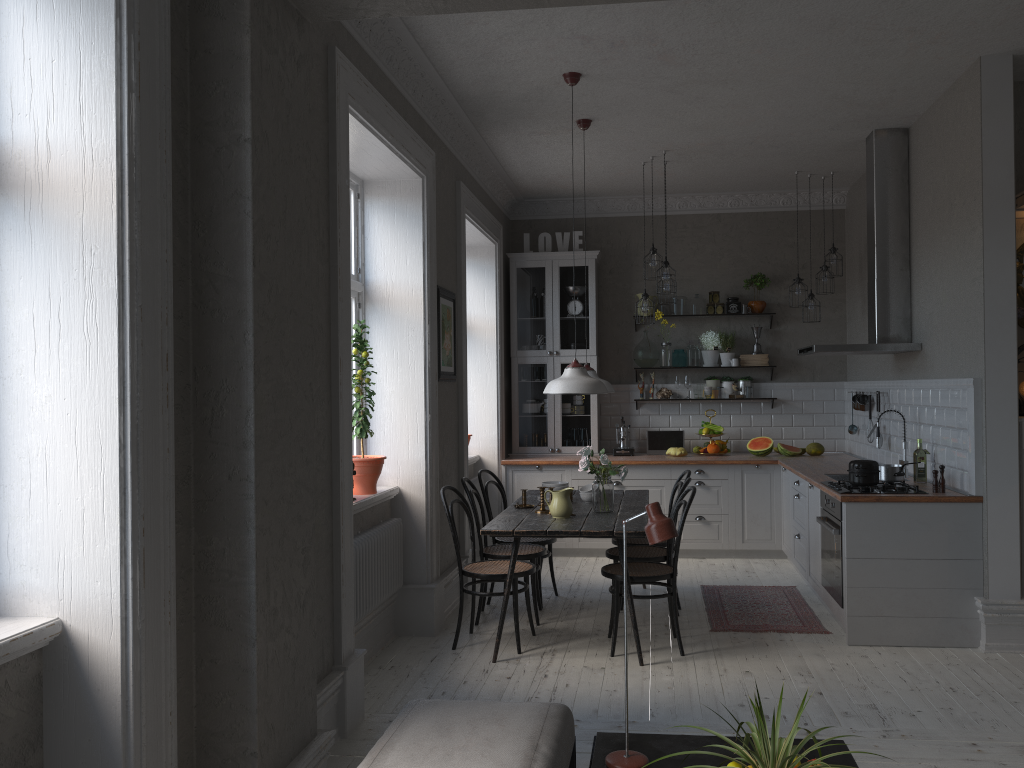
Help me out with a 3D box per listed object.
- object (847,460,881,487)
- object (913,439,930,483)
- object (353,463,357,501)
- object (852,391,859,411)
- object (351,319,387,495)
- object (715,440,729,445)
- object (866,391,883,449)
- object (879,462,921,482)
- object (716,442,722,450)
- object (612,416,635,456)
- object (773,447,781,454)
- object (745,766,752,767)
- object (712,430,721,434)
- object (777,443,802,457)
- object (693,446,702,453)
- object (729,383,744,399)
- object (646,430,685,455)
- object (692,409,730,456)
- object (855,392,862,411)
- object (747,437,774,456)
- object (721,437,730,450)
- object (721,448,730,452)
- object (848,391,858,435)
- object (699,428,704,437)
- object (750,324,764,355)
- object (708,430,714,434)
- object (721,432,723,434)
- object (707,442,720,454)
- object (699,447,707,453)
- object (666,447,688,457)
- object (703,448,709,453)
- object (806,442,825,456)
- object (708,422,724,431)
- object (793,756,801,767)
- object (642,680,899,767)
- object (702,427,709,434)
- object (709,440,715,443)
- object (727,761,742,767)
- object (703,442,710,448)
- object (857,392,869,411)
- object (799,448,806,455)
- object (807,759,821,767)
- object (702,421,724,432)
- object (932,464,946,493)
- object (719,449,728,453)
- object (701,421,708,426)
[{"bbox_3d":[2.092,0.529,5.267,0.192,0.147,0.191,-1,0,-13],"label":"object"},{"bbox_3d":[2.621,0.492,5.659,0.089,0.282,0.082,-1,0,8],"label":"object"},{"bbox_3d":[-0.904,0.453,4.616,0.119,0.329,0.238,-1,0,10],"label":"object"},{"bbox_3d":[2.926,0.143,7.478,0.107,0.161,0.138,-1,0,20],"label":"object"},{"bbox_3d":[-0.849,0.124,5.007,0.276,0.991,0.264,0,0,-43],"label":"object"},{"bbox_3d":[1.935,0.543,8.182,0.127,0.056,0.059,-1,0,-1],"label":"object"},{"bbox_3d":[2.798,0.275,6.861,0.081,0.443,0.331,-1,0,9],"label":"object"},{"bbox_3d":[2.394,0.535,5.462,0.297,0.134,0.178,-1,0,42],"label":"object"},{"bbox_3d":[1.879,0.571,8.115,0.087,0.078,0.089,-1,0,34],"label":"object"},{"bbox_3d":[1.031,0.480,8.213,0.204,0.370,0.355,-1,0,8],"label":"object"},{"bbox_3d":[2.498,0.616,8.144,0.197,0.067,0.104,-1,0,14],"label":"object"},{"bbox_3d":[0.710,1.166,2.618,0.066,0.066,0.071,-1,0,13],"label":"object"},{"bbox_3d":[1.879,0.455,8.145,0.076,0.062,0.099,-1,0,-19],"label":"object"},{"bbox_3d":[2.476,0.585,7.872,0.226,0.127,0.147,-1,0,-10],"label":"object"},{"bbox_3d":[1.729,0.608,8.202,0.075,0.072,0.155,-1,0,37],"label":"object"},{"bbox_3d":[2.105,0.062,8.292,0.120,0.147,0.099,-1,0,-25],"label":"object"},{"bbox_3d":[1.430,0.547,8.254,0.350,0.226,0.088,-1,0,7],"label":"object"},{"bbox_3d":[1.834,0.445,8.171,0.354,0.425,0.350,-1,0,-7],"label":"object"},{"bbox_3d":[2.907,0.143,7.351,0.107,0.161,0.138,-1,0,10],"label":"object"},{"bbox_3d":[2.228,0.564,7.952,0.231,0.174,0.221,-1,0,29],"label":"object"},{"bbox_3d":[1.961,0.549,8.171,0.060,0.120,0.128,-1,0,32],"label":"object"},{"bbox_3d":[1.930,0.608,8.225,0.055,0.044,0.212,0,0,-44],"label":"object"},{"bbox_3d":[2.975,0.252,7.736,0.076,0.379,0.083,-1,0,8],"label":"object"},{"bbox_3d":[1.773,0.448,8.183,0.096,0.078,0.100,-1,0,-5],"label":"object"},{"bbox_3d":[2.301,-0.418,8.319,0.131,0.287,0.130,-1,0,-7],"label":"object"},{"bbox_3d":[1.819,0.454,8.117,0.063,0.061,0.067,-1,0,8],"label":"object"},{"bbox_3d":[1.924,0.452,8.170,0.052,0.050,0.050,-1,0,17],"label":"object"},{"bbox_3d":[1.828,0.582,8.045,0.115,0.110,0.109,-1,0,-25],"label":"object"},{"bbox_3d":[1.762,0.611,8.162,0.083,0.057,0.090,-1,0,40],"label":"object"},{"bbox_3d":[1.496,0.616,8.041,0.196,0.083,0.190,-1,0,8],"label":"object"},{"bbox_3d":[1.780,0.619,8.176,0.070,0.076,0.227,-1,0,-9],"label":"object"},{"bbox_3d":[2.728,0.586,7.969,0.207,0.119,0.130,0,0,-30],"label":"object"},{"bbox_3d":[1.882,0.398,8.208,0.177,0.096,0.090,-1,0,28],"label":"object"},{"bbox_3d":[0.862,1.167,2.720,0.060,0.062,0.063,-1,0,-11],"label":"object"},{"bbox_3d":[0.706,0.996,2.342,0.719,0.420,0.674,-1,0,26],"label":"object"},{"bbox_3d":[1.775,0.432,8.107,0.058,0.069,0.080,-1,0,27],"label":"object"},{"bbox_3d":[1.865,0.562,8.233,0.085,0.093,0.087,-1,0,4],"label":"object"},{"bbox_3d":[0.678,1.173,2.685,0.069,0.055,0.059,-1,0,-25],"label":"object"},{"bbox_3d":[1.835,0.573,8.244,0.077,0.076,0.157,-1,0,34],"label":"object"},{"bbox_3d":[2.878,0.143,7.225,0.106,0.161,0.139,-1,0,25],"label":"object"},{"bbox_3d":[2.601,0.611,8.034,0.204,0.073,0.118,0,0,-29],"label":"object"},{"bbox_3d":[0.914,1.165,2.665,0.073,0.064,0.077,-1,0,38],"label":"object"},{"bbox_3d":[1.844,0.388,8.144,0.209,0.101,0.068,-1,0,13],"label":"object"},{"bbox_3d":[2.476,0.546,5.138,0.072,0.167,0.036,-1,0,7],"label":"object"},{"bbox_3d":[1.927,0.616,8.102,0.069,0.051,0.088,0,0,-34],"label":"object"},{"bbox_3d":[1.778,0.368,8.156,0.073,0.058,0.050,-1,0,-16],"label":"object"}]
